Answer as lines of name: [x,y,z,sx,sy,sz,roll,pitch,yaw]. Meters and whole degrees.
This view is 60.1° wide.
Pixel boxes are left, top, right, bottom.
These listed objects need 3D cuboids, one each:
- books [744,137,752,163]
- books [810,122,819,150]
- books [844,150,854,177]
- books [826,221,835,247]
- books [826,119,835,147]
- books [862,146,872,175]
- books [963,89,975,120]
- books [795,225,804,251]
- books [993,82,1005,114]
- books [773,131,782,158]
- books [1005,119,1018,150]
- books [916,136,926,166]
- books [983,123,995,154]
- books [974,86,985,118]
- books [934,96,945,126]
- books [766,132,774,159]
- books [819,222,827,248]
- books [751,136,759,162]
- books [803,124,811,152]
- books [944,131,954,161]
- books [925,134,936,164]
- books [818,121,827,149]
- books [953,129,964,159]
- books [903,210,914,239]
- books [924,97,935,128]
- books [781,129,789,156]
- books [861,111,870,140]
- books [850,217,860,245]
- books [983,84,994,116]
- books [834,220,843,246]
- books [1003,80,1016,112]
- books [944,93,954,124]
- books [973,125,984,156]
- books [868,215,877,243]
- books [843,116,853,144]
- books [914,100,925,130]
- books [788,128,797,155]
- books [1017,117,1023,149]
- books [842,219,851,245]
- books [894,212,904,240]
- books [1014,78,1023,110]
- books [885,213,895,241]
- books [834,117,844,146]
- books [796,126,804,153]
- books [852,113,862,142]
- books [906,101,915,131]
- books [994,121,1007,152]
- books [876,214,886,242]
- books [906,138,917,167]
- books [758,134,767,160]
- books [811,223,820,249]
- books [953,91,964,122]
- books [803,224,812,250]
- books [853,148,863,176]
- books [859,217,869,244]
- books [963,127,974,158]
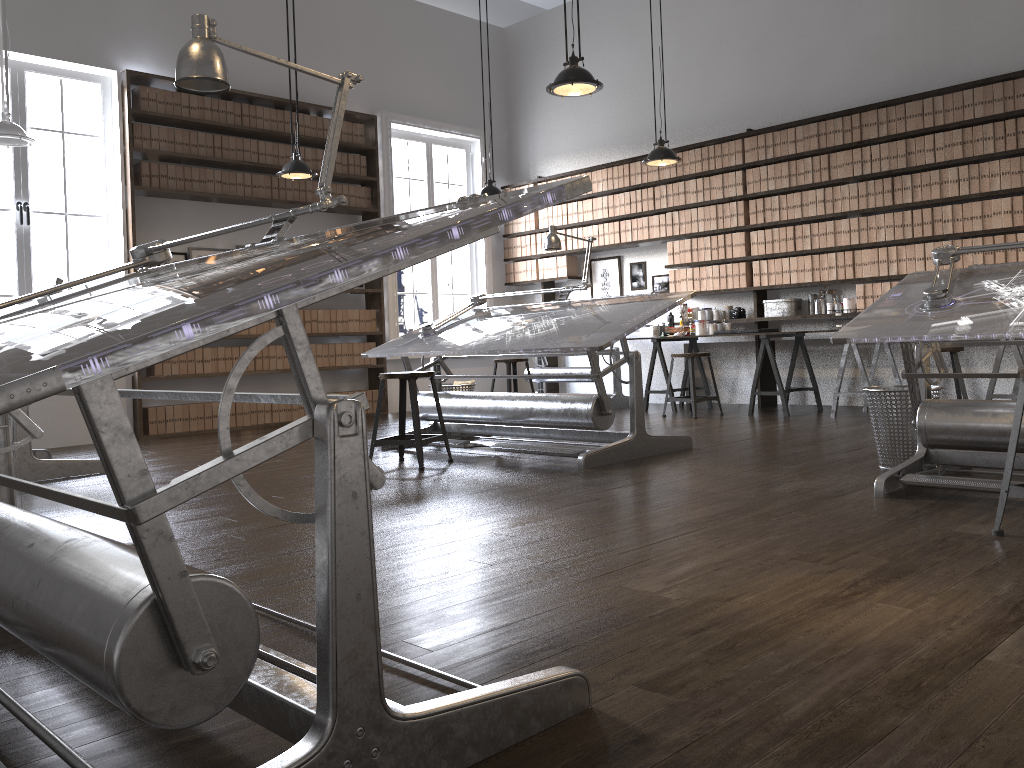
books: [2.144,-2.065,7.869,0.175,0.225,0.066,-3,0,-44]
books: [2.575,-2.062,7.424,0.175,0.226,0.067,-3,0,-44]
books: [2.784,-1.784,7.219,0.175,0.226,0.067,-3,0,-44]
books: [2.681,-1.233,7.343,0.175,0.226,0.067,-3,0,-44]
books: [2.676,-2.062,7.329,0.174,0.226,0.066,-3,0,-44]
books: [2.888,-1.783,7.119,0.174,0.226,0.066,-3,0,-44]
books: [3.416,-2.057,6.569,0.175,0.226,0.067,-3,0,-44]
books: [2.489,-1.234,7.548,0.175,0.226,0.066,-3,0,-44]
books: [3.557,-2.056,6.424,0.175,0.226,0.067,-3,0,-44]
books: [2.340,-2.064,7.673,0.174,0.226,0.066,-3,0,-44]
books: [3.617,-1.779,6.373,0.175,0.226,0.067,-3,0,-44]
books: [3.181,-1.782,6.823,0.175,0.226,0.066,-3,0,-44]
books: [3.516,-1.780,6.477,0.174,0.226,0.066,-3,0,-44]
books: [3.468,-2.057,6.519,0.175,0.225,0.066,-3,0,-44]
books: [3.270,-2.058,6.720,0.174,0.226,0.066,-3,0,-44]
books: [2.289,-2.064,7.720,0.174,0.226,0.066,-3,0,-44]
books: [2.638,-1.233,7.395,0.175,0.226,0.066,-3,0,-44]
books: [2.185,-2.064,7.820,0.175,0.226,0.067,-3,0,-44]
books: [2.531,-2.063,7.475,0.175,0.225,0.066,-3,0,-44]
books: [3.324,-1.781,6.676,0.175,0.225,0.066,-3,0,-44]
books: [3.227,-1.781,6.770,0.175,0.226,0.067,-3,0,-44]
books: [2.626,-2.062,7.380,0.175,0.226,0.066,-3,0,-44]
books: [3.368,-1.780,6.625,0.175,0.226,0.067,-3,0,-44]
books: [3.118,-1.230,6.904,0.175,0.225,0.066,-3,0,-44]
books: [3.217,-2.058,6.769,0.175,0.226,0.066,-3,0,-44]
books: [2.388,-2.063,7.621,0.175,0.226,0.066,-3,0,-44]
books: [2.880,-2.061,7.122,0.175,0.225,0.066,-3,0,-44]
books: [2.823,-1.232,7.200,0.175,0.226,0.067,-3,0,-44]
books: [3.513,-2.057,6.475,0.175,0.225,0.066,-3,0,-44]
books: [2.731,-1.233,7.299,0.175,0.225,0.066,-3,0,-44]
books: [3.608,-2.057,6.380,0.175,0.226,0.066,-3,0,-44]
books: [3.322,-2.058,6.673,0.174,0.226,0.066,-3,0,-44]
books: [3.469,-1.780,6.531,0.174,0.226,0.066,-3,0,-44]
books: [2.926,-1.232,7.104,0.174,0.226,0.066,-3,0,-44]
books: [2.776,-2.061,7.228,0.175,0.226,0.066,-3,0,-44]
books: [3.166,-2.059,6.821,0.175,0.226,0.067,-3,0,-44]
books: [2.434,-2.063,7.569,0.175,0.226,0.067,-3,0,-44]
books: [3.673,-1.779,6.324,0.175,0.225,0.066,-3,0,-44]
books: [2.774,-1.232,7.253,0.175,0.225,0.066,-3,0,-44]
books: [3.071,-1.230,6.946,0.175,0.226,0.067,-3,0,-44]
books: [3.658,-2.056,6.329,0.174,0.226,0.066,-3,0,-44]
books: [3.020,-1.231,6.998,0.175,0.226,0.066,-3,0,-44]
books: [2.723,-2.061,7.276,0.174,0.226,0.066,-3,0,-44]
books: [2.486,-2.063,7.518,0.175,0.225,0.066,-3,0,-44]
books: [2.824,-2.061,7.171,0.175,0.226,0.067,-3,0,-44]
books: [3.125,-2.059,6.869,0.175,0.225,0.066,-3,0,-44]
books: [3.569,-1.780,6.430,0.175,0.226,0.066,-3,0,-44]
books: [2.972,-1.231,7.052,0.174,0.226,0.066,-3,0,-44]
books: [3.133,-1.782,6.874,0.174,0.226,0.066,-3,0,-44]
books: [2.236,-2.064,7.769,0.175,0.226,0.066,-3,0,-44]
books: [2.589,-1.234,7.446,0.174,0.226,0.066,-3,0,-44]
books: [3.369,-2.058,6.622,0.175,0.226,0.066,-3,0,-44]
books: [2.536,-1.234,7.494,0.174,0.226,0.066,-3,0,-44]
books: [2.835,-1.784,7.168,0.175,0.226,0.066,-3,0,-44]
books: [2.876,-1.232,7.152,0.175,0.226,0.066,-3,0,-44]
books: [3.419,-1.781,6.581,0.175,0.226,0.066,-3,0,-44]
